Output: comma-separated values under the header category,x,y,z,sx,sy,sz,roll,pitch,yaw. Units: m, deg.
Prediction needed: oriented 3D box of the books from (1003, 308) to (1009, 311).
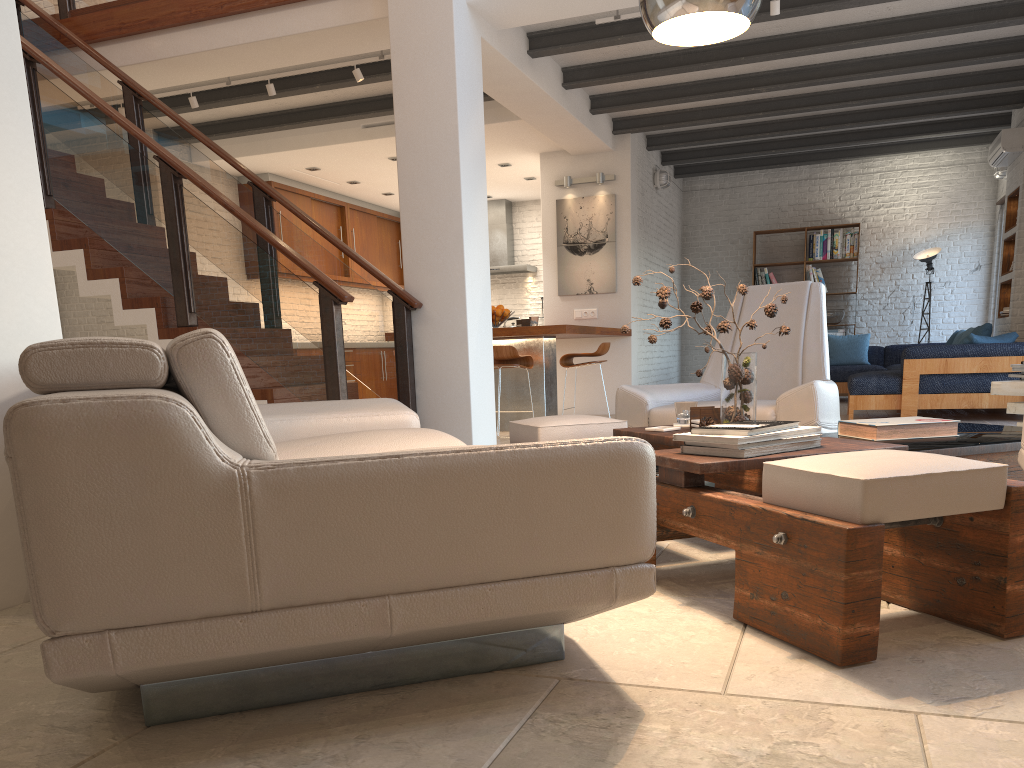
category,x,y,z,sx,sy,sz,roll,pitch,yaw
books,5.219,-0.780,9.120,0.132,0.034,0.202,-1,3,30

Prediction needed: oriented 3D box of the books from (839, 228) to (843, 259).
category,x,y,z,sx,sy,sz,roll,pitch,yaw
books,4.313,-1.825,11.420,0.036,0.394,0.237,2,10,20

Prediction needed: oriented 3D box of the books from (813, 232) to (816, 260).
category,x,y,z,sx,sy,sz,roll,pitch,yaw
books,4.001,-1.804,11.532,0.020,0.369,0.264,2,9,20

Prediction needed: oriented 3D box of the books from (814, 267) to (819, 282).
category,x,y,z,sx,sy,sz,roll,pitch,yaw
books,4.075,-1.368,11.603,0.124,0.358,0.264,2,9,20

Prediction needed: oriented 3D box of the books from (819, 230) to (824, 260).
category,x,y,z,sx,sy,sz,roll,pitch,yaw
books,4.077,-1.818,11.488,0.036,0.394,0.237,2,10,20

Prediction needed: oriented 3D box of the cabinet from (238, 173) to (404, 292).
category,x,y,z,sx,sy,sz,roll,pitch,yaw
cabinet,-2.362,-1.881,11.626,0.461,1.190,3.268,2,4,20

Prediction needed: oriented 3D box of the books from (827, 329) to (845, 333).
category,x,y,z,sx,sy,sz,roll,pitch,yaw
books,4.251,-0.705,11.677,0.379,0.037,0.239,-1,2,20

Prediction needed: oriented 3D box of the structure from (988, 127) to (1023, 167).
category,x,y,z,sx,sy,sz,roll,pitch,yaw
structure,5.017,-2.392,8.861,0.200,0.225,0.797,1,3,20

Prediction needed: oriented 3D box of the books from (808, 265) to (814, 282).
category,x,y,z,sx,sy,sz,roll,pitch,yaw
books,3.998,-1.382,11.607,0.103,0.394,0.237,2,10,20

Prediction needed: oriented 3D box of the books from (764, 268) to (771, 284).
category,x,y,z,sx,sy,sz,roll,pitch,yaw
books,3.478,-1.371,11.801,0.121,0.392,0.237,2,10,20

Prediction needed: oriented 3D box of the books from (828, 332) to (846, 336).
category,x,y,z,sx,sy,sz,roll,pitch,yaw
books,4.259,-0.654,11.690,0.380,0.066,0.239,-1,3,14

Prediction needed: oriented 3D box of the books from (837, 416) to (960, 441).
category,x,y,z,sx,sy,sz,roll,pitch,yaw
books,1.412,0.162,3.199,0.326,0.058,0.249,-2,2,-9

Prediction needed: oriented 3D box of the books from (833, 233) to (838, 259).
category,x,y,z,sx,sy,sz,roll,pitch,yaw
books,4.241,-1.794,11.423,0.055,0.338,0.248,2,9,20

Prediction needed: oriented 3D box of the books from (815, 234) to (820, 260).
category,x,y,z,sx,sy,sz,roll,pitch,yaw
books,4.032,-1.790,11.506,0.055,0.338,0.248,2,9,20

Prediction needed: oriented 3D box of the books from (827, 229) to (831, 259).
category,x,y,z,sx,sy,sz,roll,pitch,yaw
books,4.163,-1.820,11.450,0.036,0.394,0.237,2,10,20

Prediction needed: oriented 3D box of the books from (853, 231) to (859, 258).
category,x,y,z,sx,sy,sz,roll,pitch,yaw
books,4.485,-1.801,11.367,0.055,0.338,0.248,2,9,20

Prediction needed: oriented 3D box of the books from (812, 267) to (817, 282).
category,x,y,z,sx,sy,sz,roll,pitch,yaw
books,4.051,-1.367,11.602,0.124,0.358,0.264,2,9,20

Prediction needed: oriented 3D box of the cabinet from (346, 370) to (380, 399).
category,x,y,z,sx,sy,sz,roll,pitch,yaw
cabinet,-1.029,-1.084,11.712,4.765,2.912,2.213,-3,8,-15

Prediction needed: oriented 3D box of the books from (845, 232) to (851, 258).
category,x,y,z,sx,sy,sz,roll,pitch,yaw
books,4.386,-1.798,11.380,0.055,0.338,0.248,2,9,20

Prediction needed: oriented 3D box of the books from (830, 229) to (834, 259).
category,x,y,z,sx,sy,sz,roll,pitch,yaw
books,4.201,-1.822,11.447,0.036,0.394,0.237,2,10,20

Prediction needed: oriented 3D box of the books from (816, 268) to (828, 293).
category,x,y,z,sx,sy,sz,roll,pitch,yaw
books,4.116,-1.359,11.575,0.158,0.338,0.248,2,9,20

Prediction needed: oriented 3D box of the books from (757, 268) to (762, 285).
category,x,y,z,sx,sy,sz,roll,pitch,yaw
books,3.382,-1.371,11.849,0.091,0.395,0.237,2,10,20

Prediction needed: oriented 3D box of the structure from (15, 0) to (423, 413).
category,x,y,z,sx,sy,sz,roll,pitch,yaw
structure,-0.860,-1.594,6.291,10.147,4.246,13.549,-1,3,20

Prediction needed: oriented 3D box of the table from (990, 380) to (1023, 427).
category,x,y,z,sx,sy,sz,roll,pitch,yaw
table,2.396,0.237,3.675,0.492,0.518,0.484,-5,8,-20

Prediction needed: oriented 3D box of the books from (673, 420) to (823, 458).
category,x,y,z,sx,sy,sz,roll,pitch,yaw
books,0.700,0.156,2.547,0.396,0.076,0.247,-4,3,-37

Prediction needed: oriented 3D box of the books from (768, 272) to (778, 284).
category,x,y,z,sx,sy,sz,roll,pitch,yaw
books,3.574,-1.343,11.798,0.194,0.327,0.248,1,9,20

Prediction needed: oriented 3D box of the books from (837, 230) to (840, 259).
category,x,y,z,sx,sy,sz,roll,pitch,yaw
books,4.282,-1.810,11.421,0.020,0.369,0.264,2,9,20

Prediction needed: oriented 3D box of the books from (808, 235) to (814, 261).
category,x,y,z,sx,sy,sz,roll,pitch,yaw
books,3.966,-1.789,11.549,0.055,0.338,0.248,2,9,20

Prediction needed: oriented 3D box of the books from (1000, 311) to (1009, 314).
category,x,y,z,sx,sy,sz,roll,pitch,yaw
books,5.216,-0.753,9.120,0.171,0.019,0.231,-1,2,22

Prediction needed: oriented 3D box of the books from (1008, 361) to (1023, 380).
category,x,y,z,sx,sy,sz,roll,pitch,yaw
books,2.366,-0.055,3.561,0.389,0.081,0.555,-2,2,4

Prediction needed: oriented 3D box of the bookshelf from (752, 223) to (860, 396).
category,x,y,z,sx,sy,sz,roll,pitch,yaw
bookshelf,3.918,-0.939,11.724,1.316,2.263,0.354,1,12,19

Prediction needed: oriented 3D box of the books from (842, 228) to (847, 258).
category,x,y,z,sx,sy,sz,roll,pitch,yaw
books,4.344,-1.825,11.395,0.036,0.394,0.237,2,10,20

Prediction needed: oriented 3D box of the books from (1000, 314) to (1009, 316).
category,x,y,z,sx,sy,sz,roll,pitch,yaw
books,5.214,-0.727,9.139,0.162,0.017,0.247,-1,2,30

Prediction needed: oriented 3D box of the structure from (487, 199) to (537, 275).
category,x,y,z,sx,sy,sz,roll,pitch,yaw
structure,-0.197,-2.070,12.305,0.985,1.020,0.444,1,10,20

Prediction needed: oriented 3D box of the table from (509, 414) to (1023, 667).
category,x,y,z,sx,sy,sz,roll,pitch,yaw
table,1.061,0.340,3.077,1.961,0.440,2.165,-3,2,-19

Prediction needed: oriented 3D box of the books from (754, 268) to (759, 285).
category,x,y,z,sx,sy,sz,roll,pitch,yaw
books,3.344,-1.370,11.854,0.091,0.395,0.237,2,10,20

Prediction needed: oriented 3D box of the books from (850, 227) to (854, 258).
category,x,y,z,sx,sy,sz,roll,pitch,yaw
books,4.432,-1.827,11.363,0.036,0.394,0.237,2,10,20

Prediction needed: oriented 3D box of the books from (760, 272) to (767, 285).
category,x,y,z,sx,sy,sz,roll,pitch,yaw
books,3.438,-1.347,11.854,0.102,0.343,0.248,2,9,20

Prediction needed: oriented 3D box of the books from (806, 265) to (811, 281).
category,x,y,z,sx,sy,sz,roll,pitch,yaw
books,3.970,-1.383,11.641,0.101,0.394,0.237,2,10,20

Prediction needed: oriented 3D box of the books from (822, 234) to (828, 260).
category,x,y,z,sx,sy,sz,roll,pitch,yaw
books,4.127,-1.792,11.491,0.055,0.338,0.248,2,9,20

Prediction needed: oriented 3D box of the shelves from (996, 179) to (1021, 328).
category,x,y,z,sx,sy,sz,roll,pitch,yaw
shelves,5.238,-1.312,9.016,0.192,1.466,0.746,2,11,20
